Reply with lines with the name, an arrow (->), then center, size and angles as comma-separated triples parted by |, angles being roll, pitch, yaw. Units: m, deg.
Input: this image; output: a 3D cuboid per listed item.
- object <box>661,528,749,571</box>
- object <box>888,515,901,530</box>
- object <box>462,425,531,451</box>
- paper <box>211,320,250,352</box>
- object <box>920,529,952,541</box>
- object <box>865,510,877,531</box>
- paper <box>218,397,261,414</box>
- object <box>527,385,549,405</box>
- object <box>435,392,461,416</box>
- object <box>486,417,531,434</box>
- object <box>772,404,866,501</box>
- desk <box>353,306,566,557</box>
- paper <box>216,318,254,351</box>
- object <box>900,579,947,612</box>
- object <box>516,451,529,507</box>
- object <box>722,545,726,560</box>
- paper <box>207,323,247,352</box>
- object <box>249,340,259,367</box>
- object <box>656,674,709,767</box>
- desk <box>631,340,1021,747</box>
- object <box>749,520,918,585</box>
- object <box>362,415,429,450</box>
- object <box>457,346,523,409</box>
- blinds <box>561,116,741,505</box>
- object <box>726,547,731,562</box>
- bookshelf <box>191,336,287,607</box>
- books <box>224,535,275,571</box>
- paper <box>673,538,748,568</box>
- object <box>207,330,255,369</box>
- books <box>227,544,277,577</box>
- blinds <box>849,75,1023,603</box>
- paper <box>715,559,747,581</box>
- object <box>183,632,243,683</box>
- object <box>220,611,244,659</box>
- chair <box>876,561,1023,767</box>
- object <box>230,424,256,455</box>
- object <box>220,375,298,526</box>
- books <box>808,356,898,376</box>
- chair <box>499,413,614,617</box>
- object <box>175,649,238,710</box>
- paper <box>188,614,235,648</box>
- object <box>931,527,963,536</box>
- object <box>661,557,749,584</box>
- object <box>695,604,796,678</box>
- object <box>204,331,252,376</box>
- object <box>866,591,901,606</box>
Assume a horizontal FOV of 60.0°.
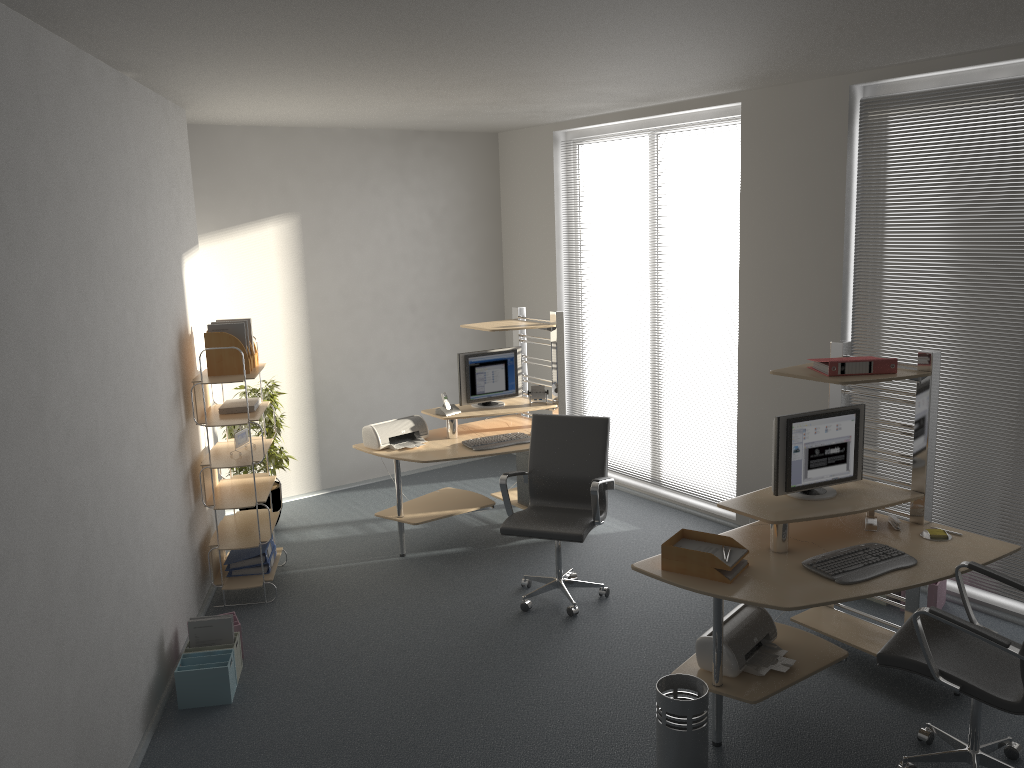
object -> 0.829, 0.706, 3.803 | 0.309, 0.060, 0.225 | 5, 13, 33
object -> 1.823, 0.657, 4.225 | 0.022, 0.042, 0.134 | -1, 11, 7
object -> -0.220, 0.371, 6.288 | 0.478, 0.082, 0.814 | -8, 12, -27
paper -> -1.718, -0.235, 5.430 | 0.213, 0.297, 0.045 | -3, 11, -7
object -> 1.951, 0.688, 4.079 | 0.132, 0.026, 0.132 | -9, 13, -34
object -> 1.719, 0.646, 4.242 | 0.054, 0.064, 0.159 | 2, 12, 22
paper -> -1.690, 0.134, 5.520 | 0.213, 0.046, 0.297 | -4, 11, -8
object -> 0.191, 0.079, 6.471 | 0.154, 0.135, 0.093 | -2, 11, 2
object -> -0.455, 0.135, 6.259 | 0.119, 0.151, 0.150 | 7, 14, 40
object -> 0.041, 0.318, 6.504 | 0.168, 0.088, 0.742 | -9, 13, -32
object -> 1.436, 0.317, 4.234 | 0.516, 0.418, 0.245 | -4, 11, -13
desk -> -0.236, 0.337, 6.145 | 1.469, 1.566, 0.967 | -9, 13, -34
paper -> -1.729, -0.257, 5.552 | 0.213, 0.297, 0.045 | -3, 11, -4
object -> 2.319, 1.168, 4.993 | 0.185, 0.202, 0.245 | 6, 13, 36
object -> 0.252, 0.700, 6.460 | 0.199, 0.422, 0.471 | -9, 13, -34
object -> 0.903, 0.718, 3.774 | 0.008, 0.009, 0.159 | 0, 11, 10
paper -> -1.699, -0.212, 5.310 | 0.213, 0.297, 0.045 | -4, 11, -10
object -> -1.725, -0.234, 5.536 | 0.243, 0.259, 0.113 | -3, 11, -4
object -> 0.690, 1.401, 3.596 | 0.208, 0.377, 0.208 | 0, 11, 8
desk -> 1.384, 0.706, 3.898 | 1.469, 1.566, 0.967 | -9, 13, -34
object -> 1.360, 0.744, 4.033 | 0.478, 0.082, 0.814 | -8, 12, -27
object -> -0.751, 0.337, 6.073 | 0.438, 0.162, 0.351 | -12, 15, -42
object -> -0.172, -0.049, 6.462 | 0.516, 0.418, 0.245 | -6, 11, -20
blinds -> 1.034, -0.562, 6.925 | 0.037, 2.749, 1.950 | -9, 13, -34
object -> 0.915, 0.722, 3.747 | 0.008, 0.009, 0.159 | 2, 11, 18
bookshelf -> -1.677, 0.512, 5.494 | 0.381, 1.572, 0.724 | -3, 11, -8
books -> -1.653, 1.059, 5.585 | 0.263, 0.100, 0.320 | -3, 11, -7
paper -> 0.831, 0.723, 3.806 | 0.297, 0.010, 0.210 | 5, 13, 33
object -> -1.714, -0.212, 5.414 | 0.243, 0.259, 0.113 | -3, 11, -7
books -> -1.641, 1.112, 5.596 | 0.262, 0.072, 0.320 | -3, 11, -7
blinds -> 2.659, -0.191, 4.673 | 0.022, 2.770, 1.950 | -9, 13, -34
paper -> 0.832, 0.774, 3.815 | 0.297, 0.019, 0.210 | 5, 13, 33
object -> -1.507, 1.400, 4.483 | 0.245, 0.202, 0.185 | -4, 11, -8
object -> -1.569, 1.361, 4.698 | 0.245, 0.202, 0.185 | -7, 12, -26
chair -> 1.814, 1.047, 3.409 | 0.652, 1.048, 0.584 | 7, 14, 40
object -> -1.660, 0.335, 5.454 | 0.077, 0.161, 0.192 | 0, 11, 11
object -> -1.891, 0.522, 6.646 | 0.544, 1.147, 0.644 | -3, 11, -6
books -> 1.602, -0.100, 4.189 | 0.320, 0.072, 0.262 | -3, 11, -3
chair -> 0.271, 0.760, 5.206 | 0.584, 1.048, 0.652 | 2, 11, 20
object -> -1.479, 1.433, 4.303 | 0.245, 0.202, 0.185 | -4, 11, -8
paper -> -1.512, 1.328, 4.484 | 0.220, 0.306, 0.068 | -4, 11, -8
object -> 2.018, 0.684, 4.130 | 0.011, 0.011, 0.158 | -10, 14, -37
object -> 0.831, 0.762, 3.814 | 0.309, 0.060, 0.225 | 5, 13, 33
object -> 1.066, 1.140, 3.918 | 0.351, 0.162, 0.438 | 7, 14, 38
object -> -1.693, -0.190, 5.294 | 0.243, 0.259, 0.113 | -4, 11, -10
object -> 2.166, 1.142, 5.159 | 0.245, 0.202, 0.185 | -9, 13, -34
